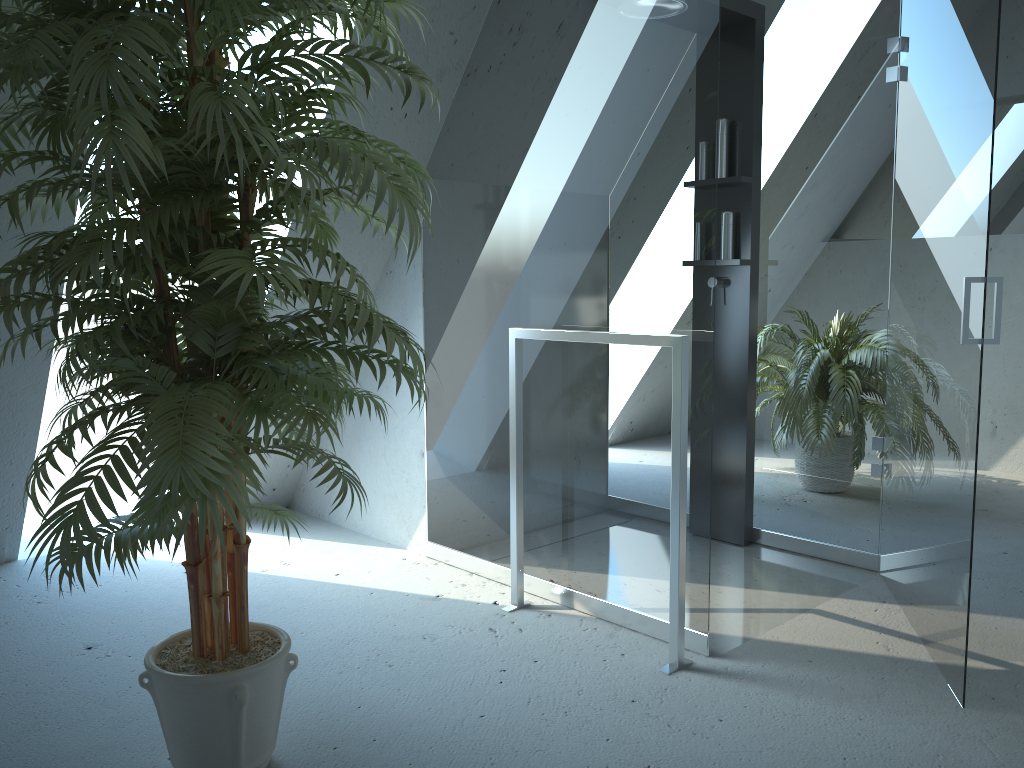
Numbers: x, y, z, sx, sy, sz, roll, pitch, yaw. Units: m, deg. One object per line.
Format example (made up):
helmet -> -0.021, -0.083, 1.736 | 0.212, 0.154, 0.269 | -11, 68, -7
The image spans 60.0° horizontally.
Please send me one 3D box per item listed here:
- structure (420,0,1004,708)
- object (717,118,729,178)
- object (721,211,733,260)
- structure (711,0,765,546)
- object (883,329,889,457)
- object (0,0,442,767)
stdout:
structure -> 0.613, -0.381, 2.762 | 1.184, 2.114, 1.835 | -6, 9, -43
object -> 0.768, -0.860, 3.245 | 0.043, 0.215, 0.043 | 4, 8, 31
object -> 0.791, -0.546, 3.264 | 0.043, 0.175, 0.023 | 1, 7, 16
structure -> 0.607, -0.359, 3.175 | 0.612, 1.978, 0.250 | -6, 9, -43
object -> 1.509, 0.062, 4.188 | 1.132, 0.893, 1.112 | 2, 7, 24
object -> -0.610, -0.219, 1.734 | 1.020, 2.034, 0.980 | 0, 6, 6
